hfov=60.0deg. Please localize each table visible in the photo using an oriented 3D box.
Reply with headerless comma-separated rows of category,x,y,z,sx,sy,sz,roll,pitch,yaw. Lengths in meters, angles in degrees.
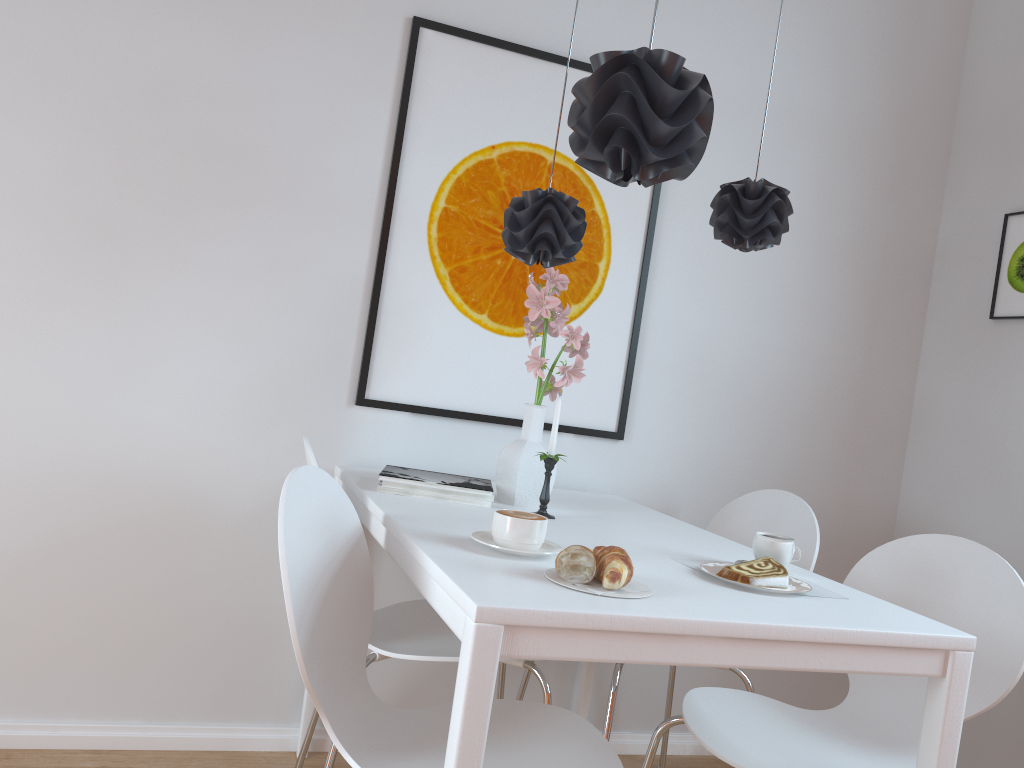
table,0.075,0.686,1.869,0.826,0.771,1.285,8,0,-19

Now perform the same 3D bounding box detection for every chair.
chair,0.626,0.719,1.749,0.637,0.871,0.511,8,0,-29
chair,-0.102,0.613,1.442,0.648,0.871,0.502,8,0,6
chair,0.402,0.682,2.308,0.638,0.871,0.510,8,0,-24
chair,-0.223,0.591,2.055,0.641,0.871,0.508,8,0,-14

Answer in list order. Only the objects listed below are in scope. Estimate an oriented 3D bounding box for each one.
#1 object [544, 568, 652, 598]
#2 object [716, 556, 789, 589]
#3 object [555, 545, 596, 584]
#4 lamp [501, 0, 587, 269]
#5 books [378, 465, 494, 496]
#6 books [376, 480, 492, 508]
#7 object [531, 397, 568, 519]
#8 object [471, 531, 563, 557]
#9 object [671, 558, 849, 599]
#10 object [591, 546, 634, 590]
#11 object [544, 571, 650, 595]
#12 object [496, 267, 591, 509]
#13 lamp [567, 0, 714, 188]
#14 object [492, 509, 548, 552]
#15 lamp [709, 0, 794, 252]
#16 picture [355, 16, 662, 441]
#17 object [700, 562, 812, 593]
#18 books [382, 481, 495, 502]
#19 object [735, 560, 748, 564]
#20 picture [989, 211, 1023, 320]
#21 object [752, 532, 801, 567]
object,0.133,0.307,1.369,0.169,0.005,0.165,9,0,24
object,0.431,0.329,1.553,0.126,0.043,0.075,8,0,-26
object,0.098,0.273,1.366,0.060,0.059,0.074,8,0,2
lamp,0.164,-0.984,1.808,0.169,1.505,0.169,8,0,-2
books,-0.174,0.224,2.067,0.257,0.012,0.207,8,0,-2
books,-0.181,0.250,2.075,0.258,0.014,0.192,8,0,-4
object,0.088,0.148,1.976,0.080,0.298,0.078,8,0,21
object,0.008,0.281,1.526,0.160,0.020,0.161,8,0,-4
object,0.445,0.351,1.615,0.226,0.003,0.230,8,0,-19
object,0.152,0.280,1.369,0.069,0.060,0.132,8,0,-19
object,0.131,0.305,1.365,0.118,0.005,0.124,8,0,-39
object,0.085,0.004,2.136,0.178,0.579,0.179,8,0,8
lamp,0.343,-1.060,1.862,0.299,1.294,0.291,8,0,28
object,0.011,0.253,1.528,0.093,0.064,0.099,8,0,-16
lamp,0.625,-1.038,1.954,0.167,1.505,0.171,8,0,-27
picture,0.031,-0.409,2.496,0.793,1.052,0.017,8,0,-18
object,0.427,0.345,1.562,0.189,0.012,0.193,8,0,-21
books,-0.174,0.237,2.074,0.253,0.014,0.192,8,0,-5
object,0.448,0.339,1.676,0.028,0.027,0.128,9,0,30
picture,1.521,-0.349,2.577,0.017,0.322,0.247,8,0,-19
object,0.498,0.324,1.683,0.085,0.070,0.075,9,0,30
